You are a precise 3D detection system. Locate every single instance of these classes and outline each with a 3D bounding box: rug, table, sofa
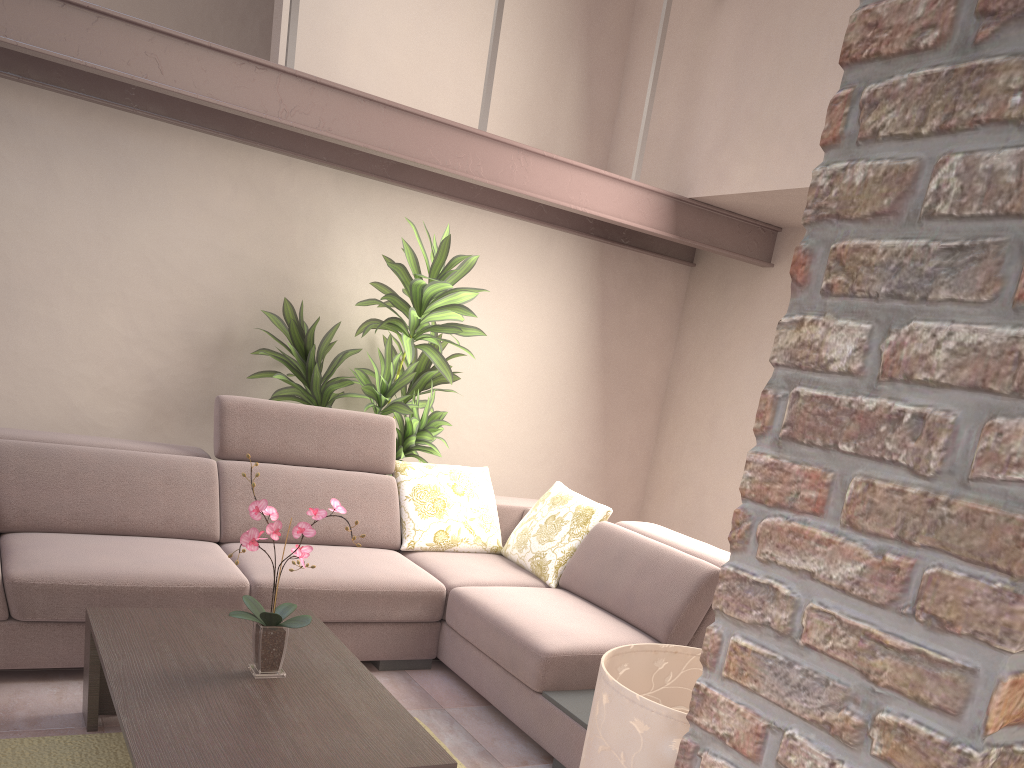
[{"bbox_3d":[-1.041,1.109,2.410,2.120,0.009,0.809,9,2,-31],"label":"rug"},{"bbox_3d":[-0.746,0.977,2.527,0.717,0.366,1.126,7,4,-31],"label":"table"},{"bbox_3d":[-0.684,0.648,3.303,3.208,0.995,2.031,8,4,-31],"label":"sofa"}]

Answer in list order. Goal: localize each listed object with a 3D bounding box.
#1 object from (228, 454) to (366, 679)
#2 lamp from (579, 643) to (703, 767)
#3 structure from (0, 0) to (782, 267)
[{"bbox_3d":[-0.616,0.507,2.411,0.303,0.628,0.345,0,15,-36],"label":"object"},{"bbox_3d":[0.273,0.929,1.641,0.393,0.894,0.382,2,15,-30],"label":"lamp"},{"bbox_3d":[-1.129,-0.601,2.414,7.317,3.394,3.544,8,8,-31],"label":"structure"}]
